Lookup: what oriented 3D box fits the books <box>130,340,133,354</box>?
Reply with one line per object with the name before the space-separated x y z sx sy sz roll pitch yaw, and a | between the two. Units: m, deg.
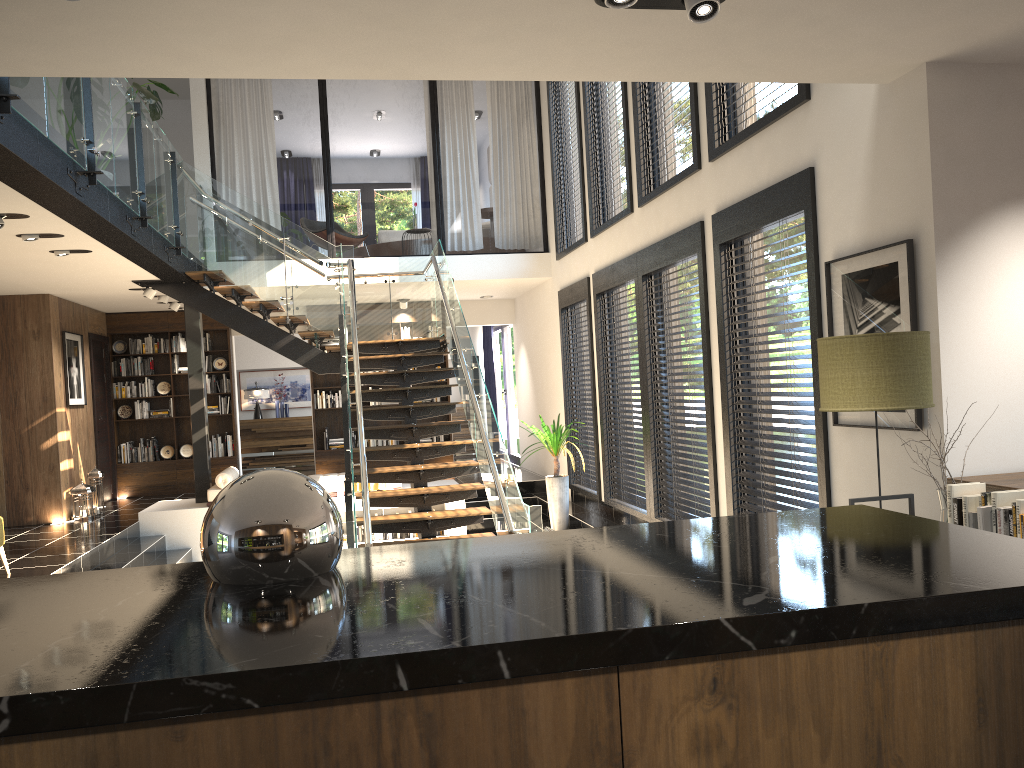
books | -5.547 -0.539 12.968 0.024 0.216 0.210 -3 0 -10

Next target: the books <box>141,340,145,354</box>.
books | -5.416 -0.539 13.049 0.025 0.203 0.156 -3 0 -10

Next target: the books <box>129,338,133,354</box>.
books | -5.574 -0.546 13.001 0.017 0.234 0.200 -3 0 -10

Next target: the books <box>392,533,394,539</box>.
books | -1.455 1.751 10.933 0.066 0.294 0.142 -3 1 -11

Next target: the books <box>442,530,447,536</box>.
books | -0.840 1.732 11.001 0.037 0.264 0.272 -3 0 -10

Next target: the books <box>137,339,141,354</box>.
books | -5.467 -0.543 13.016 0.059 0.216 0.159 -3 0 -11

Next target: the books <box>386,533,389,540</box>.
books | -1.540 1.776 10.887 0.036 0.253 0.178 -3 0 -10

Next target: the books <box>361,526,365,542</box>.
books | -1.826 1.784 10.841 0.029 0.268 0.173 -3 0 -10

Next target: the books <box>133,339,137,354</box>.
books | -5.508 -0.544 13.002 0.026 0.222 0.202 -3 0 -10

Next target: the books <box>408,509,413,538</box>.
books | -1.256 1.720 10.939 0.028 0.334 0.205 -3 0 -10

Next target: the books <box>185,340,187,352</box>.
books | -4.818 -0.556 13.152 0.034 0.171 0.158 -3 0 -10

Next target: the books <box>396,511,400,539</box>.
books | -1.407 1.739 10.927 0.027 0.312 0.189 -3 0 -10

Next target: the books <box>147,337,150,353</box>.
books | -5.309 -0.564 13.010 0.025 0.239 0.220 -3 0 -10

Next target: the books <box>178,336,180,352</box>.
books | -4.906 -0.586 13.115 0.035 0.241 0.208 -3 0 -10

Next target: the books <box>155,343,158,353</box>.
books | -5.233 -0.522 13.081 0.040 0.149 0.125 -3 0 -10

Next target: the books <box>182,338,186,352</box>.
books | -4.849 -0.573 13.149 0.027 0.207 0.203 -3 0 -10

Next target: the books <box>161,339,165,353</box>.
books | -5.139 -0.559 13.074 0.027 0.212 0.180 -3 0 -10

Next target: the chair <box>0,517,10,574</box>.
chair | -4.559 1.037 6.880 1.030 1.097 0.807 -3 0 -12

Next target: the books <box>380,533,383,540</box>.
books | -1.606 1.791 10.896 0.028 0.231 0.158 -3 0 -10

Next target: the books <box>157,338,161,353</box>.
books | -5.199 -0.559 13.077 0.030 0.217 0.165 -3 0 -10

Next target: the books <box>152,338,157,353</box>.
books | -5.261 -0.564 13.054 0.020 0.235 0.206 -3 0 -10

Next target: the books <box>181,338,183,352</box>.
books | -4.869 -0.576 13.128 0.019 0.216 0.214 -3 0 -10

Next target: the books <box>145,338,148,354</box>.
books | -5.343 -0.557 13.016 0.039 0.230 0.205 -3 0 -10

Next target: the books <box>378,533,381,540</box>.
books | -1.635 1.795 10.909 0.026 0.226 0.132 -3 0 -10

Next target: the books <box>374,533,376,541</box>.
books | -1.686 1.775 10.871 0.027 0.270 0.188 -3 0 -10

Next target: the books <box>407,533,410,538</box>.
books | -1.287 1.747 10.967 0.026 0.284 0.177 -3 0 -10

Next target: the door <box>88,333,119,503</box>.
door | -5.721 0.492 12.342 0.104 2.348 0.931 -3 1 -10

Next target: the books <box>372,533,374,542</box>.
books | -1.708 1.768 10.846 0.026 0.287 0.204 -3 0 -10

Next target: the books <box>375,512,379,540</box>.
books | -1.663 1.746 10.895 0.029 0.326 0.153 -3 1 -10

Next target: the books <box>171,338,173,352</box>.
books | -5.020 -0.566 13.133 0.023 0.213 0.194 -3 0 -10

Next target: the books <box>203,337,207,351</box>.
books | -4.570 -0.593 13.219 0.037 0.218 0.144 -3 0 -10

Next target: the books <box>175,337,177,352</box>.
books | -4.939 -0.579 13.093 0.014 0.231 0.280 -3 0 -10

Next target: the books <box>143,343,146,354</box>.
books | -5.380 -0.518 13.028 0.035 0.156 0.186 -3 0 -10

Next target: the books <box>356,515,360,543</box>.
books | -1.891 1.764 10.821 0.043 0.316 0.209 -3 0 -10

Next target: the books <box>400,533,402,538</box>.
books | -1.380 1.766 10.946 0.030 0.256 0.160 -3 0 -10

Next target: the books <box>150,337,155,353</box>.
books | -5.279 -0.568 13.040 0.020 0.245 0.228 -3 0 -10

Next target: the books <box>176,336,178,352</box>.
books | -4.926 -0.584 13.091 0.013 0.239 0.255 -3 0 -10

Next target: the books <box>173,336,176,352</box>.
books | -4.966 -0.581 13.109 0.033 0.237 0.231 -3 0 -10

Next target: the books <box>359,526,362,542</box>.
books | -1.860 1.778 10.861 0.030 0.284 0.176 -3 0 -10

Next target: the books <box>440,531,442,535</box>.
books | -0.887 1.723 11.030 0.043 0.287 0.147 -3 1 -10

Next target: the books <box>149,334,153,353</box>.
books | -5.291 -0.584 13.013 0.012 0.278 0.228 -3 0 -10

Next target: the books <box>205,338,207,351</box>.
books | -4.533 -0.579 13.200 0.027 0.186 0.220 -3 0 -10

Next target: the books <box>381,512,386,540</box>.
books | -1.578 1.746 10.897 0.033 0.318 0.152 -3 1 -10

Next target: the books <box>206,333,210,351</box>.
books | -4.511 -0.619 13.181 0.013 0.262 0.217 -3 0 -10

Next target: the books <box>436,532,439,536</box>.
books | -0.938 1.733 11.002 0.030 0.273 0.185 -3 0 -10

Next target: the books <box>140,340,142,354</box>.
books | -5.433 -0.543 13.029 0.014 0.212 0.184 -3 0 -10

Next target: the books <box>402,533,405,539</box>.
books | -1.343 1.777 10.921 0.032 0.229 0.228 -3 0 -10

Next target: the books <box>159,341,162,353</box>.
books | -5.162 -0.538 13.050 0.029 0.172 0.187 -3 0 -10

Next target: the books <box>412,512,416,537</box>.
books | -1.211 1.733 10.960 0.021 0.302 0.167 -3 1 -10

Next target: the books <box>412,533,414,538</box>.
books | -1.231 1.744 10.953 0.023 0.283 0.175 -3 0 -10

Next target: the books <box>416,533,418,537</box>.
books | -1.187 1.741 10.962 0.025 0.285 0.164 -3 1 -10

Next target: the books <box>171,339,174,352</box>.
books | -4.989 -0.563 13.092 0.021 0.204 0.224 -3 0 -10

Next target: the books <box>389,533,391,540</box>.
books | -1.513 1.773 10.893 0.019 0.256 0.186 -3 0 -10

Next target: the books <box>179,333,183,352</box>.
books | -4.876 -0.606 13.075 0.011 0.276 0.287 -3 0 -10

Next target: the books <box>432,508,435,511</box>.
books | -0.977 1.707 11.006 0.042 0.328 0.205 -3 0 -10
